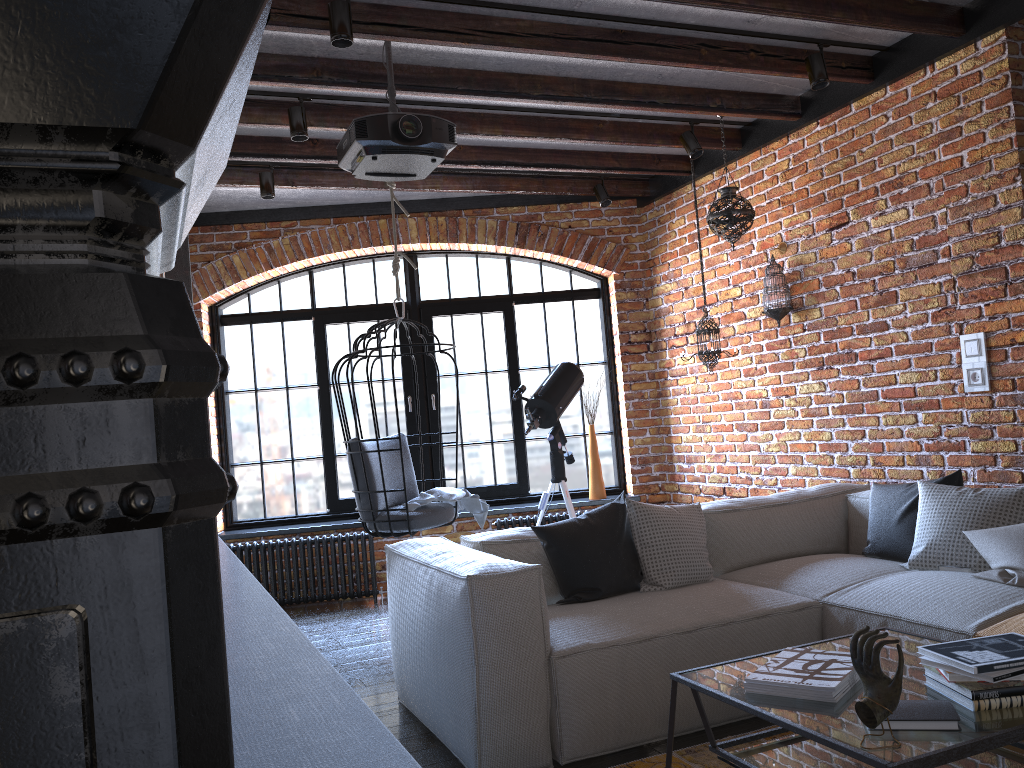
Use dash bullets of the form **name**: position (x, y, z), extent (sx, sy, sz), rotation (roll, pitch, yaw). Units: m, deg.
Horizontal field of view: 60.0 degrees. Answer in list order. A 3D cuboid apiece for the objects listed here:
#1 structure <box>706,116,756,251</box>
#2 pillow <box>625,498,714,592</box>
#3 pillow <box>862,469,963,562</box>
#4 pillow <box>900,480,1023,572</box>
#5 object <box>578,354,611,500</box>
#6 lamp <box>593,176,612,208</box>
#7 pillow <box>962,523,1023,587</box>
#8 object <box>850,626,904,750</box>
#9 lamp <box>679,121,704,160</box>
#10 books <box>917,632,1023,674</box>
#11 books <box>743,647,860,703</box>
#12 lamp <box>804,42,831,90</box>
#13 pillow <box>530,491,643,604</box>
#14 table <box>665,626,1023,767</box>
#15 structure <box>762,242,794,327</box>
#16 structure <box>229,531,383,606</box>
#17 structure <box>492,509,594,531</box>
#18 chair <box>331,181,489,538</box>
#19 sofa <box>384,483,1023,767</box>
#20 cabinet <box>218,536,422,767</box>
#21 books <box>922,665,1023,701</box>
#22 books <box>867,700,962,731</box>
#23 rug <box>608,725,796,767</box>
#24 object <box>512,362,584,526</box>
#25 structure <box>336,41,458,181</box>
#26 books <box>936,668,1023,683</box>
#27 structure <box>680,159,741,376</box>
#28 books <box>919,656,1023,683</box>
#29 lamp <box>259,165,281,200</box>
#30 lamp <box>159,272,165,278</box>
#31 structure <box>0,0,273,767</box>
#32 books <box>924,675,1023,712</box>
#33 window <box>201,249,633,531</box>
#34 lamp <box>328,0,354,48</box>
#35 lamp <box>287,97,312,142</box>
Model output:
- **structure**: position (1.192, -1.123, 4.909), extent (0.265, 0.779, 0.273), rotation (-5, -2, 17)
- **pillow**: position (0.668, 0.652, 3.705), extent (0.543, 0.402, 0.250), rotation (-3, -3, -40)
- **pillow**: position (1.684, 0.564, 3.765), extent (0.263, 0.400, 0.510), rotation (-4, -3, -28)
- **pillow**: position (1.764, 0.558, 3.431), extent (0.293, 0.354, 0.496), rotation (-3, -3, -37)
- **object**: position (0.617, 0.289, 6.310), extent (0.270, 1.053, 0.299), rotation (-5, -2, -2)
- **lamp**: position (0.607, -1.292, 5.974), extent (0.134, 0.208, 0.093), rotation (-7, -3, 43)
- **pillow**: position (1.844, 0.564, 3.064), extent (0.485, 0.314, 0.358), rotation (-6, -2, 20)
- **object**: position (0.741, 0.609, 1.790), extent (0.099, 0.223, 0.093), rotation (-5, -2, 17)
- **lamp**: position (1.008, -1.369, 4.995), extent (0.134, 0.208, 0.090), rotation (-6, -3, 35)
- **books**: position (1.103, 0.612, 2.024), extent (0.268, 0.014, 0.196), rotation (-4, -3, -11)
- **books**: position (0.748, 0.724, 2.226), extent (0.225, 0.038, 0.308), rotation (-7, -3, 37)
- **lamp**: position (1.397, -1.450, 4.050), extent (0.113, 0.194, 0.085), rotation (-7, -3, 38)
- **pillow**: position (0.347, 0.661, 3.599), extent (0.538, 0.417, 0.239), rotation (-3, -3, -33)
- **table**: position (0.930, 0.914, 2.148), extent (0.842, 0.388, 0.849), rotation (-4, -3, -23)
- **structure**: position (1.482, -0.561, 4.993), extent (0.169, 0.482, 0.169), rotation (-4, -2, -23)
- **structure**: position (-1.427, 1.257, 5.872), extent (1.115, 0.476, 0.106), rotation (-5, -2, -5)
- **structure**: position (0.431, 1.108, 6.055), extent (1.115, 0.476, 0.106), rotation (-5, -2, -5)
- **chair**: position (-0.648, -0.241, 4.881), extent (0.682, 2.220, 0.802), rotation (-6, -2, 23)
- **sofa**: position (1.236, 0.801, 2.670), extent (2.536, 0.697, 3.302), rotation (-4, -3, -23)
- **cabinet**: position (-0.826, 0.844, 1.820), extent (0.607, 0.844, 2.961), rotation (-4, -3, -23)
- **books**: position (1.110, 0.666, 2.019), extent (0.251, 0.023, 0.209), rotation (-5, -2, -3)
- **books**: position (0.847, 0.703, 1.892), extent (0.182, 0.029, 0.129), rotation (-5, -3, 15)
- **rug**: position (0.854, 1.113, 1.741), extent (1.431, 0.013, 2.365), rotation (-4, -3, -23)
- **object**: position (0.220, 0.597, 5.489), extent (0.570, 1.471, 0.616), rotation (-5, -2, 4)
- **structure**: position (-0.499, -1.268, 3.592), extent (0.409, 0.816, 0.464), rotation (-4, -2, -23)
- **books**: position (1.107, 0.646, 2.044), extent (0.239, 0.022, 0.190), rotation (-5, -3, 12)
- **structure**: position (1.128, -0.765, 5.302), extent (0.389, 1.437, 0.339), rotation (-4, -2, -22)
- **books**: position (1.104, 0.627, 2.024), extent (0.268, 0.014, 0.196), rotation (-4, -3, -24)
- **lamp**: position (-1.403, -1.171, 5.144), extent (0.121, 0.184, 0.082), rotation (-4, -3, -30)
- **lamp**: position (-1.045, -0.638, 2.337), extent (0.195, 0.955, 0.198), rotation (-5, -2, 7)
- **structure**: position (2.799, -0.194, 2.952), extent (8.512, 2.393, 0.481), rotation (-3, -3, -42)
- **books**: position (1.110, 0.689, 2.018), extent (0.247, 0.024, 0.209), rotation (-5, -2, -3)
- **window**: position (-0.675, -0.030, 6.503), extent (3.293, 2.232, 0.177), rotation (-5, -2, -5)
- **lamp**: position (-0.605, -1.322, 3.215), extent (0.119, 0.184, 0.082), rotation (-4, -2, -26)
- **lamp**: position (-0.997, -1.245, 4.164), extent (0.116, 0.188, 0.083), rotation (-6, -3, 30)
